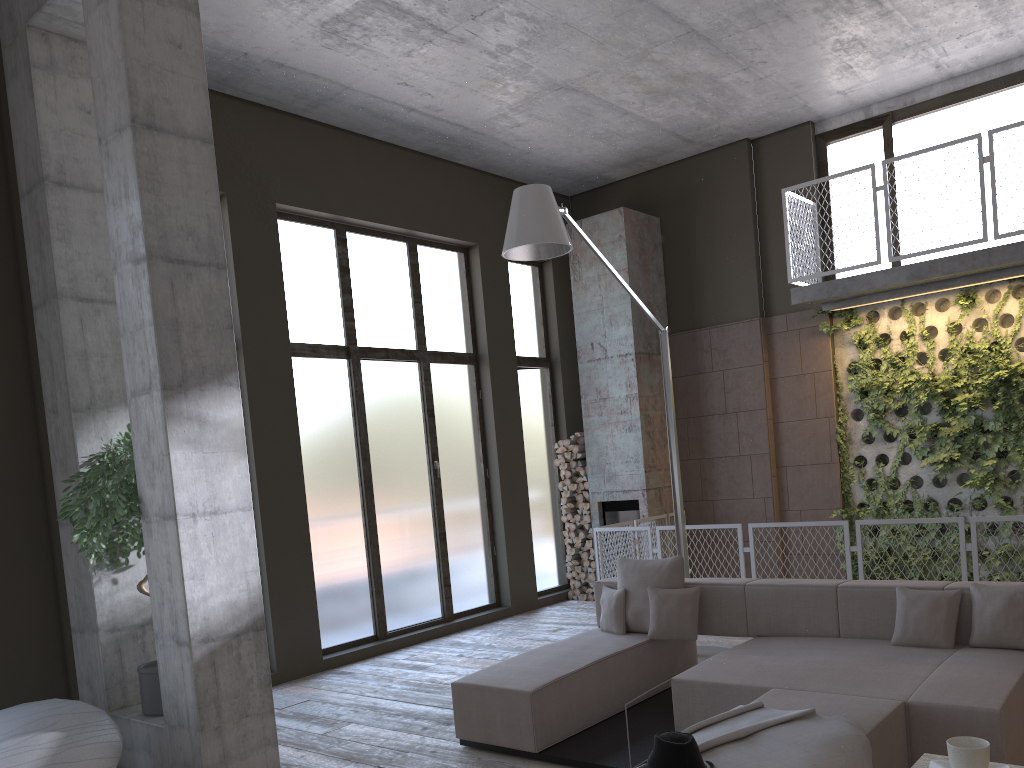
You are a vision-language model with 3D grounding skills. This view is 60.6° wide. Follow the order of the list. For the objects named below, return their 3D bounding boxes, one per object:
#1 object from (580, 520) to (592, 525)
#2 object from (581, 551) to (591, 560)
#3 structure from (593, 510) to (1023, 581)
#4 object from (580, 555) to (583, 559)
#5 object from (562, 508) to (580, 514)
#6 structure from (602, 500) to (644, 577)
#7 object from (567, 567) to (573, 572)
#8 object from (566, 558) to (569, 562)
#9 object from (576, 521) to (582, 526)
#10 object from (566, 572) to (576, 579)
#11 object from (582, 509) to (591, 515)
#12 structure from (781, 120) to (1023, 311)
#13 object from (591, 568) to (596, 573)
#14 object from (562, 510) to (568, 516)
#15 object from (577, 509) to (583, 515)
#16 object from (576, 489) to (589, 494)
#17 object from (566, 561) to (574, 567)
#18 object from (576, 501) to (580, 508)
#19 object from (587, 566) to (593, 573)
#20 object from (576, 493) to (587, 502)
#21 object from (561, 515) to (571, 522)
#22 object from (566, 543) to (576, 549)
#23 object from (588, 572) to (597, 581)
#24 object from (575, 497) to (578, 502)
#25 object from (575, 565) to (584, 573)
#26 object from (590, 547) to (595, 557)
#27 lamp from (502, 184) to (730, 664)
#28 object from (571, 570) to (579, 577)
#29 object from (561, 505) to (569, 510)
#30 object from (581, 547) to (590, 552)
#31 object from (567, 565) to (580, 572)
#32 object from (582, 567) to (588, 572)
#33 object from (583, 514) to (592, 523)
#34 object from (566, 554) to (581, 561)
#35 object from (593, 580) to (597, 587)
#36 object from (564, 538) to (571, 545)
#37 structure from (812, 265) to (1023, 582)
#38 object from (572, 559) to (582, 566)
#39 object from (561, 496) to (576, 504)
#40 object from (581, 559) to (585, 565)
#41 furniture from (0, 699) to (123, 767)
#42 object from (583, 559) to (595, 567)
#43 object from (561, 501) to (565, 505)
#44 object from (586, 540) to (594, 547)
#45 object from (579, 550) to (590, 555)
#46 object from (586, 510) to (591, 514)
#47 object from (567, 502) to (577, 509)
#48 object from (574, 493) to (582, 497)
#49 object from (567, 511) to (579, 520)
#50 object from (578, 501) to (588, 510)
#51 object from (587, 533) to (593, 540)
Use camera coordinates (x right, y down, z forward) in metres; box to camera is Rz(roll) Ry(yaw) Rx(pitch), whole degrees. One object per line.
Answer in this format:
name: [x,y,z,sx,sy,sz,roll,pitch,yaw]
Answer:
object: [0.996,1.694,10.874,0.123,0.068,0.361,-8,-6,41]
object: [0.980,2.109,10.874,0.099,0.107,0.292,-6,-4,39]
structure: [3.195,1.704,8.515,4.461,0.936,1.915,-9,-6,40]
object: [0.982,2.151,11.051,0.104,0.102,0.290,-6,-4,41]
object: [0.780,1.568,10.943,0.072,0.073,0.420,-6,-4,41]
structure: [1.362,1.841,10.459,0.579,0.931,0.056,-4,3,40]
object: [0.855,2.325,11.088,0.067,0.085,0.422,-5,-4,42]
object: [0.833,2.187,11.108,0.067,0.071,0.420,-6,-4,41]
object: [0.923,1.721,10.944,0.065,0.074,0.357,-6,-4,38]
object: [0.856,2.396,11.118,0.092,0.092,0.435,-6,-4,41]
object: [1.026,1.562,10.853,0.068,0.067,0.420,-6,-5,41]
structure: [4.080,-0.039,7.454,3.707,4.329,3.012,-6,0,40]
object: [1.060,2.276,10.779,0.063,0.048,0.249,-7,-5,39]
object: [0.791,1.610,11.048,0.067,0.085,0.422,-5,-4,42]
object: [0.965,1.575,10.905,0.067,0.067,0.420,-6,-4,41]
object: [0.925,1.319,10.856,0.089,0.057,0.330,-8,-5,41]
object: [0.830,2.254,11.084,0.123,0.068,0.361,-8,-6,39]
object: [0.946,1.485,10.951,0.102,0.087,0.360,-7,-5,41]
object: [1.090,2.278,10.893,0.068,0.067,0.420,-6,-5,41]
object: [0.916,1.393,10.834,0.099,0.107,0.292,-6,-4,39]
object: [0.791,1.680,11.078,0.092,0.092,0.435,-6,-4,41]
object: [0.826,2.064,11.125,0.070,0.118,0.362,-4,-3,40]
object: [1.061,2.352,10.788,0.101,0.103,0.291,-6,-4,39]
object: [0.918,1.435,11.011,0.104,0.102,0.290,-6,-4,41]
object: [0.969,2.290,10.992,0.094,0.084,0.477,-6,-5,41]
object: [1.097,2.052,10.811,0.064,0.125,0.362,-4,-2,41]
lamp: [0.918,0.534,6.424,0.759,3.435,2.610,-4,1,27]
object: [0.922,2.355,11.064,0.091,0.089,0.452,-6,-4,41]
object: [0.765,1.538,11.044,0.123,0.068,0.361,-8,-6,39]
object: [0.989,2.034,10.897,0.089,0.057,0.330,-8,-5,41]
object: [0.844,2.284,10.983,0.072,0.073,0.420,-6,-4,41]
object: [1.029,2.291,10.945,0.067,0.067,0.420,-6,-4,41]
object: [0.997,1.636,10.748,0.101,0.103,0.291,-6,-4,39]
object: [0.858,2.160,11.046,0.091,0.089,0.452,-6,-4,42]
object: [1.133,2.454,10.834,0.064,0.125,0.362,-4,-2,41]
object: [0.820,1.961,11.103,0.080,0.107,0.434,-5,-4,40]
structure: [4.396,0.624,8.719,2.643,3.834,0.995,-5,2,40]
object: [0.927,2.226,11.049,0.115,0.079,0.432,-7,-5,41]
object: [0.794,1.444,11.006,0.091,0.089,0.452,-6,-4,42]
object: [1.010,2.201,10.991,0.102,0.087,0.360,-7,-5,41]
furniture: [-2.991,2.202,4.548,1.788,0.813,1.636,-4,-4,-13]
object: [1.054,2.206,10.922,0.093,0.093,0.435,-6,-4,41]
object: [0.769,1.472,11.068,0.067,0.071,0.420,-6,-4,41]
object: [1.094,1.943,10.844,0.094,0.084,0.477,-6,-5,41]
object: [0.963,2.082,10.958,0.065,0.074,0.357,-6,-4,42]
object: [0.996,1.560,10.739,0.063,0.048,0.249,-7,-5,39]
object: [0.863,1.511,11.009,0.115,0.079,0.432,-7,-5,41]
object: [0.898,1.366,10.918,0.065,0.074,0.357,-6,-4,42]
object: [0.858,1.639,11.024,0.091,0.089,0.452,-6,-4,41]
object: [0.990,1.490,10.881,0.093,0.093,0.435,-6,-4,41]
object: [1.096,1.864,10.863,0.115,0.079,0.433,-7,-5,39]
